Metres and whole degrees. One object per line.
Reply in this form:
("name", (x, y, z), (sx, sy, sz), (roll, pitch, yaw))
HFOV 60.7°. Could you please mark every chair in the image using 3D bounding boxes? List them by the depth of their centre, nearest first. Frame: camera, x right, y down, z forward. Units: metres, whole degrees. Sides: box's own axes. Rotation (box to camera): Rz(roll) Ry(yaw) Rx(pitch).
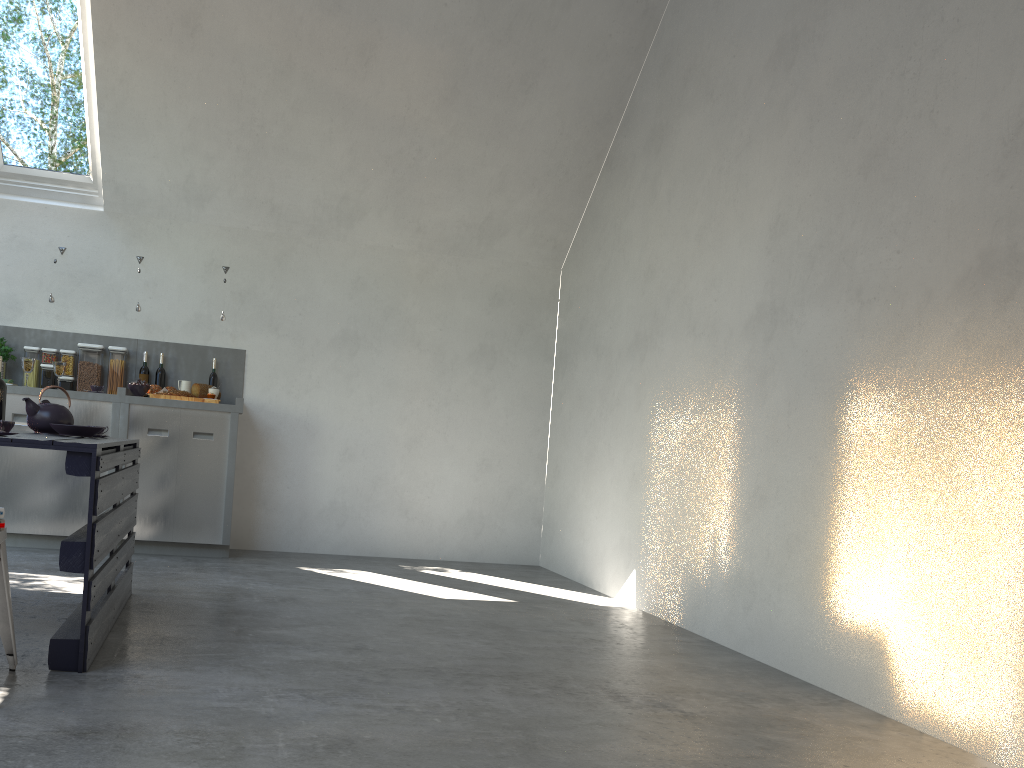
("chair", (-1.783, 0.705, 2.727), (0.406, 0.504, 0.453), (5, -2, -20))

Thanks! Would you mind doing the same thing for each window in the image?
("window", (-3.040, -2.019, 5.560), (0.809, 1.389, 1.522), (5, -2, -16))

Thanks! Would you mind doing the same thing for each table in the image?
("table", (-2.445, 0.566, 3.591), (1.562, 0.796, 1.550), (6, -3, -15))

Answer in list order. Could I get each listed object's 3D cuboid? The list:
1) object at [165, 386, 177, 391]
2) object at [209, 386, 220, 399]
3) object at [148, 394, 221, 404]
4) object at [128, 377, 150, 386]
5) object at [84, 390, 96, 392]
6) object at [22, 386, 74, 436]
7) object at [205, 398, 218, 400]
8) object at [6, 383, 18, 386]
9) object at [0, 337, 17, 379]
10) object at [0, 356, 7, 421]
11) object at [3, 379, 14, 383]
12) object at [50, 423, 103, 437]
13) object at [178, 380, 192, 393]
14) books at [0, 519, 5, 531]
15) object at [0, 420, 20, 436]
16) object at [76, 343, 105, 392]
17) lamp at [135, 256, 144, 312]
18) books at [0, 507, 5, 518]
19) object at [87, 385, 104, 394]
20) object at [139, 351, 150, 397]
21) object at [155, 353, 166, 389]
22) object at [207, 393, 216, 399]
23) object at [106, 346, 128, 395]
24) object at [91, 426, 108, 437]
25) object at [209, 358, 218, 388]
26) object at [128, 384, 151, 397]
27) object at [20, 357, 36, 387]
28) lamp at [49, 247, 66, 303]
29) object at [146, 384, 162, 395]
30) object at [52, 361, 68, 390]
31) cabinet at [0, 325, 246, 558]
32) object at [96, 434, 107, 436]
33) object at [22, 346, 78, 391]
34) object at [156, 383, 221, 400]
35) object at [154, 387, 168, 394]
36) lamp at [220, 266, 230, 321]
("object", (-2.383, 0.054, 6.097), (0.125, 0.077, 0.113), (3, -3, 28))
("object", (-2.055, 0.050, 6.030), (0.077, 0.121, 0.069), (4, -1, 30))
("object", (-2.242, 0.107, 6.007), (0.459, 0.028, 0.316), (6, -5, -14))
("object", (-2.498, -0.001, 5.864), (0.152, 0.095, 0.148), (6, -3, -29))
("object", (-2.765, 0.051, 5.784), (0.125, 0.013, 0.029), (8, -5, -40))
("object", (-2.162, 0.122, 4.101), (0.207, 0.232, 0.224), (5, -2, -13))
("object", (-2.083, 0.099, 5.929), (0.199, 0.003, 0.020), (4, -4, 12))
("object", (-3.390, -0.004, 5.723), (0.254, 0.012, 0.187), (6, -5, -16))
("object", (-3.525, -0.159, 5.955), (0.262, 0.342, 0.236), (4, -1, 28))
("object", (-2.429, 0.039, 4.119), (0.094, 0.345, 0.088), (5, 1, 18))
("object", (-3.407, -0.030, 5.717), (0.278, 0.053, 0.141), (4, -4, 3))
("object", (-1.953, 0.210, 3.922), (0.240, 0.047, 0.219), (3, -5, 26))
("object", (-2.282, 0.038, 6.110), (0.083, 0.119, 0.088), (5, -1, 6))
("books", (-1.776, 0.434, 2.737), (0.208, 0.035, 0.270), (2, -5, 31))
("object", (-1.861, 0.159, 3.195), (0.115, 0.056, 0.118), (5, -3, -7))
("object", (-2.975, -0.099, 6.168), (0.170, 0.354, 0.131), (5, 0, -15))
("lamp", (-2.610, -0.708, 6.141), (0.056, 0.435, 0.354), (4, -1, -27))
("books", (-1.773, 0.400, 2.736), (0.204, 0.033, 0.276), (3, -5, 15))
("object", (-2.767, 0.037, 5.826), (0.117, 0.056, 0.116), (5, -3, 0))
("object", (-2.628, -0.059, 6.250), (0.070, 0.345, 0.075), (4, 1, -22))
("object", (-2.520, -0.049, 6.273), (0.071, 0.345, 0.073), (5, 1, -12))
("object", (-2.052, 0.083, 5.969), (0.056, 0.046, 0.062), (6, -3, -30))
("object", (-2.804, -0.082, 6.207), (0.124, 0.354, 0.131), (5, 0, -16))
("object", (-1.976, 0.225, 4.153), (0.112, 0.056, 0.121), (6, -4, -22))
("object", (-2.169, -0.014, 6.347), (0.061, 0.345, 0.063), (5, 1, -12))
("object", (-2.502, 0.049, 5.864), (0.155, 0.079, 0.139), (2, -4, 33))
("object", (-3.159, -0.075, 5.703), (0.104, 0.192, 0.093), (5, 0, 34))
("lamp", (-3.140, -0.759, 6.025), (0.058, 0.437, 0.342), (5, -1, -18))
("object", (-2.455, 0.041, 6.012), (0.125, 0.077, 0.113), (3, -3, 28))
("object", (-3.043, -0.052, 5.875), (0.094, 0.192, 0.103), (5, 0, -27))
("cabinet", (-3.282, 0.338, 5.902), (2.783, 1.479, 0.581), (5, 0, -12))
("object", (-1.942, 0.242, 4.127), (0.027, 0.013, 0.133), (5, -4, -7))
("object", (-3.224, -0.097, 6.099), (0.333, 0.294, 0.108), (5, 0, -12))
("object", (-2.229, 0.040, 6.020), (0.134, 0.112, 0.428), (2, -5, 45))
("object", (-2.419, 0.051, 6.030), (0.199, 0.059, 0.199), (4, -4, 5))
("lamp", (-2.059, -0.653, 6.253), (0.058, 0.437, 0.342), (5, -1, -18))
